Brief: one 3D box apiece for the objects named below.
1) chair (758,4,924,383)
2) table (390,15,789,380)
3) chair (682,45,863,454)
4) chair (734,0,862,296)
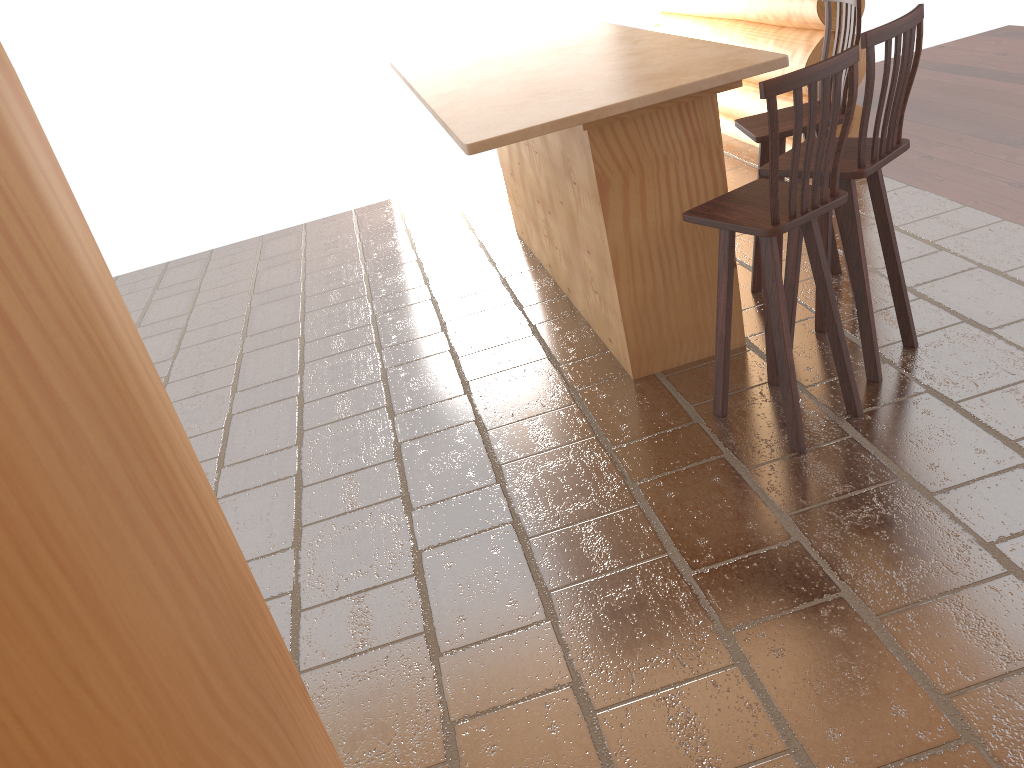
[{"bbox_3d":[1.274,-0.692,3.401,0.406,1.319,0.504,-33,32,-32],"label":"chair"},{"bbox_3d":[0.223,-1.107,4.778,1.196,1.257,3.220,-17,27,-5],"label":"table"},{"bbox_3d":[0.924,-0.445,3.104,0.406,1.319,0.504,-27,29,-22],"label":"chair"},{"bbox_3d":[1.307,-1.016,4.005,0.504,1.319,0.406,-12,27,4],"label":"chair"}]
